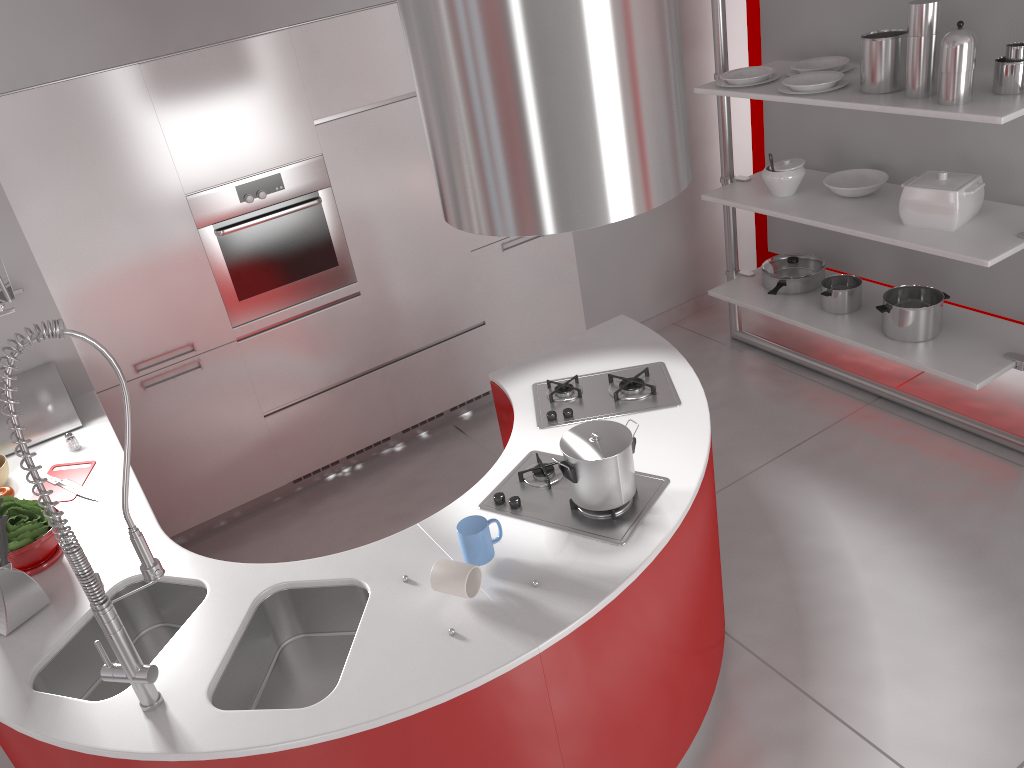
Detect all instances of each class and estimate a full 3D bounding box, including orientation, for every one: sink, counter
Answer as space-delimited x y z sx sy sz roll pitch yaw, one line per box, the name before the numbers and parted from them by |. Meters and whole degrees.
sink | -0.976 0.723 2.308 0.326 0.172 0.428 1 31 21
counter | -0.737 0.732 2.911 2.865 0.880 1.868 -8 28 6
sink | -0.508 0.704 2.177 0.326 0.172 0.428 -5 29 10

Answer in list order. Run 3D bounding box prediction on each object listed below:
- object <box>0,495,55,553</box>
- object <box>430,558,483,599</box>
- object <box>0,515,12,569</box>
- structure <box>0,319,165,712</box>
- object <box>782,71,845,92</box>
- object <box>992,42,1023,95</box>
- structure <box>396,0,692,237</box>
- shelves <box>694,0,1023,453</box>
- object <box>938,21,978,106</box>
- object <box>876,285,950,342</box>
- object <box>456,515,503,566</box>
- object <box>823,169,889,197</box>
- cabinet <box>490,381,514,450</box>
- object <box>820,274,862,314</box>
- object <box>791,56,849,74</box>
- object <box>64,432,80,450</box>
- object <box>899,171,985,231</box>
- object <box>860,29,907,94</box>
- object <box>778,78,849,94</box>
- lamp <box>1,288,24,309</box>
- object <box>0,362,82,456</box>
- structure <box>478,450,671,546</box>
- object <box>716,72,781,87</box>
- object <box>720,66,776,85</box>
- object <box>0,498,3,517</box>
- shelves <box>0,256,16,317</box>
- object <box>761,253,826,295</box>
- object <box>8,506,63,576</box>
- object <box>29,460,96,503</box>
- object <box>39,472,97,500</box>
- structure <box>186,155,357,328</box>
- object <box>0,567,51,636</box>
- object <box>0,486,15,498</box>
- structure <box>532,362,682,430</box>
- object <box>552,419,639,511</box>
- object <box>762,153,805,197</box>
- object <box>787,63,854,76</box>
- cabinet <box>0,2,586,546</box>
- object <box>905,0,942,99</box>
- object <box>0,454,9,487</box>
object | -1.412 0.425 2.544 0.193 0.182 0.198 -22 30 -19
object | -0.126 0.459 2.136 0.100 0.080 0.109 6 33 28
object | -1.317 0.486 2.317 0.012 0.279 0.130 7 33 29
structure | -0.877 0.297 1.854 0.308 0.920 0.178 -3 29 14
object | 1.248 -1.246 3.674 0.244 0.042 0.244 16 38 40
object | 1.770 -1.114 3.125 0.127 0.157 0.127 -19 29 -15
structure | 0.057 -0.909 2.068 0.644 0.958 0.644 4 32 25
shelves | 1.468 -1.105 3.662 0.535 2.599 1.735 -25 31 -24
object | 1.556 -1.123 3.094 0.115 0.274 0.115 -29 33 -30
object | 1.720 -0.304 3.812 0.240 0.161 0.259 15 38 39
object | -0.084 0.386 2.235 0.080 0.100 0.109 8 34 31
object | 1.530 -0.882 3.952 0.272 0.072 0.272 3 31 23
cabinet | -0.850 0.600 3.124 1.875 0.761 1.025 -2 30 16
object | 1.532 -0.418 4.127 0.182 0.122 0.196 -1 30 18
object | 1.354 -1.392 3.902 0.244 0.042 0.244 -30 33 -31
object | -1.579 0.203 3.177 0.042 0.066 0.043 -18 29 -12
object | 1.699 -0.742 3.508 0.235 0.197 0.282 -31 34 -32
object | 1.439 -1.252 3.442 0.172 0.205 0.184 -22 30 -19
object | 1.250 -1.234 3.681 0.280 0.015 0.280 -10 28 2
lamp | -1.998 -0.256 3.198 0.454 0.081 0.155 -25 31 -24
object | -1.873 0.111 3.327 0.400 0.170 0.300 -25 31 -24
structure | 0.166 0.288 2.432 0.457 0.037 0.303 9 34 33
object | 1.061 -1.364 3.985 0.280 0.015 0.280 -6 29 9
object | 1.058 -1.376 3.978 0.244 0.042 0.244 16 38 40
object | -1.339 0.465 2.330 0.014 0.322 0.150 7 33 29
shelves | -1.832 -0.691 2.412 0.462 1.023 0.934 -25 31 -24
object | 1.363 -0.553 4.424 0.407 0.130 0.308 -21 30 -17
object | -1.409 0.468 2.578 0.229 0.118 0.228 7 33 30
object | -1.511 0.330 2.984 0.168 0.006 0.266 -11 28 0
object | -1.469 0.335 2.945 0.375 0.008 0.041 10 35 34
structure | -1.002 -0.607 3.805 0.599 0.589 0.050 -25 31 -24
object | -1.340 0.544 2.347 0.091 0.178 0.137 8 34 31
object | -1.680 0.369 2.934 0.063 0.047 0.065 -25 31 -24
structure | 0.294 0.019 2.876 0.457 0.037 0.303 -10 28 3
object | 0.229 0.208 2.324 0.189 0.185 0.218 1 31 22
object | 1.248 -0.979 4.078 0.192 0.214 0.192 18 40 42
object | 1.357 -1.380 3.909 0.280 0.015 0.280 -6 29 9
cabinet | -0.885 -0.649 4.269 2.398 2.026 0.614 -25 31 -24
object | 1.500 -1.222 3.238 0.110 0.329 0.109 -26 32 -26
object | -1.804 0.329 3.009 0.201 0.086 0.201 -24 31 -23
